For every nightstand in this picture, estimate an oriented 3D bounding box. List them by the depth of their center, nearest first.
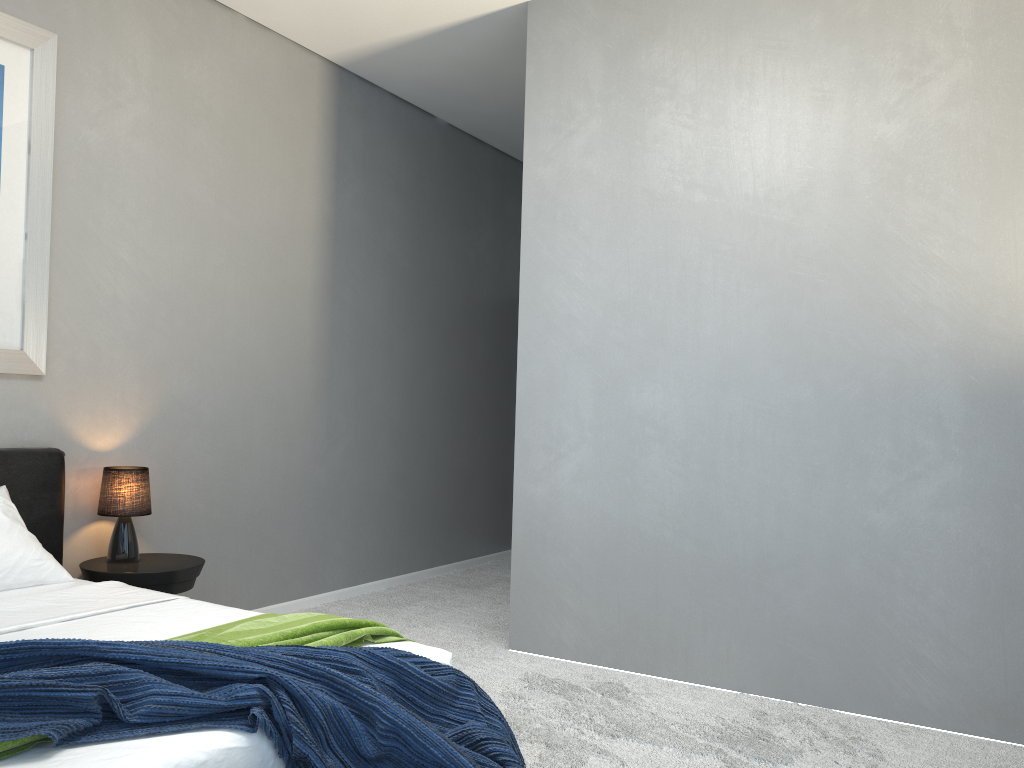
[{"bbox_3d":[-1.578,0.981,3.783,0.497,0.440,0.497,3,-2,-31],"label":"nightstand"}]

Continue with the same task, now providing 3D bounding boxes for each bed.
[{"bbox_3d":[-1.297,0.695,2.210,2.616,0.933,2.757,1,-2,30],"label":"bed"}]

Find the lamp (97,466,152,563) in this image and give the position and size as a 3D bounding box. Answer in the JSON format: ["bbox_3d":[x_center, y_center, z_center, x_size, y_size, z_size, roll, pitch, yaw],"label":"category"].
[{"bbox_3d":[-1.664,0.559,3.809,0.219,0.400,0.208,2,-1,11],"label":"lamp"}]

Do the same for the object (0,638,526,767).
[{"bbox_3d":[-0.891,0.825,1.777,2.154,0.567,0.685,2,-1,-18],"label":"object"}]

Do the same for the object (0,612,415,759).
[{"bbox_3d":[-0.892,0.773,1.966,0.646,0.342,2.303,1,-2,30],"label":"object"}]

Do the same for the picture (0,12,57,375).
[{"bbox_3d":[-2.351,-0.774,2.863,0.025,1.400,1.801,1,-1,30],"label":"picture"}]
